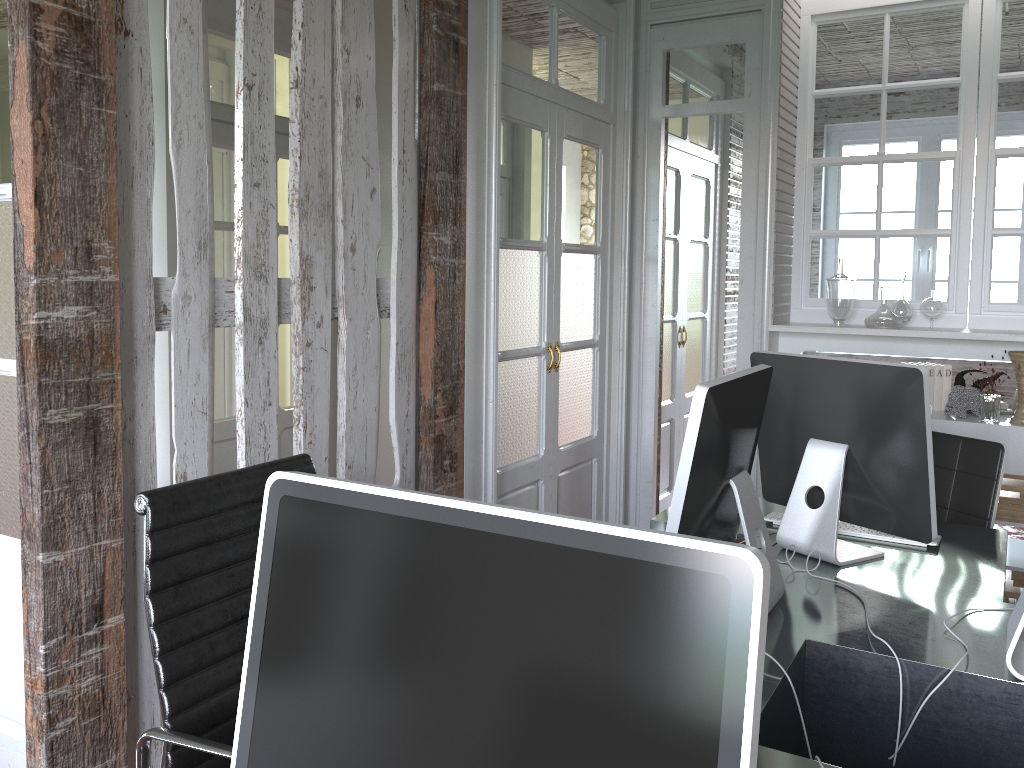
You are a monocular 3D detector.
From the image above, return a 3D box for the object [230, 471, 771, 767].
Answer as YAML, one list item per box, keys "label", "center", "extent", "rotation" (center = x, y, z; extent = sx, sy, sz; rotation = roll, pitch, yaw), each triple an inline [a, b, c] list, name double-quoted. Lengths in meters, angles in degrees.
- label: "object"
  center: [-0.033, 0.342, 0.763]
  extent: [0.484, 0.483, 0.190]
  rotation: [4, 5, 30]

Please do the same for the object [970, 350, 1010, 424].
- label: "object"
  center: [1.882, 0.008, 3.457]
  extent: [0.128, 0.286, 0.129]
  rotation: [0, 4, -3]

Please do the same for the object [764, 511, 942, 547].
- label: "object"
  center: [0.907, 0.386, 2.379]
  extent: [0.439, 0.017, 0.119]
  rotation: [5, 8, 30]

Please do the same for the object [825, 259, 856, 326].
- label: "object"
  center: [1.425, -0.386, 3.848]
  extent: [0.129, 0.314, 0.129]
  rotation: [-2, 5, -35]

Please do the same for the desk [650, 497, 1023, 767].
- label: "desk"
  center: [0.528, 0.870, 1.457]
  extent: [1.302, 0.724, 2.516]
  rotation: [4, 8, 30]

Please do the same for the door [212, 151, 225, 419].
- label: "door"
  center: [-1.940, -0.235, 4.686]
  extent: [0.041, 2.078, 1.080]
  rotation: [3, 5, 30]

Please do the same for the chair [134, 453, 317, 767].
- label: "chair"
  center: [-0.317, 0.699, 1.599]
  extent: [0.700, 1.019, 0.667]
  rotation: [3, 5, 24]

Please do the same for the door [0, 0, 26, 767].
- label: "door"
  center: [-1.574, 0.003, 2.392]
  extent: [1.059, 2.171, 0.041]
  rotation: [3, 5, 30]

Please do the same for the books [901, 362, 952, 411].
- label: "books"
  center: [1.783, 0.010, 3.817]
  extent: [0.150, 0.192, 0.144]
  rotation: [0, 5, -5]

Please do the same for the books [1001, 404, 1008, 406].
- label: "books"
  center: [1.990, 0.076, 3.800]
  extent: [0.168, 0.007, 0.190]
  rotation: [0, 7, -5]

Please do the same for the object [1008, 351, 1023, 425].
- label: "object"
  center: [2.003, 0.016, 3.444]
  extent: [0.144, 0.277, 0.144]
  rotation: [5, 6, 44]

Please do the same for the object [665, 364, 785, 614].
- label: "object"
  center: [0.445, 0.219, 1.800]
  extent: [0.190, 0.483, 0.485]
  rotation: [3, 6, 30]

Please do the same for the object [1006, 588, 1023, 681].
- label: "object"
  center: [0.971, 0.259, 1.526]
  extent: [0.190, 0.483, 0.485]
  rotation: [3, 6, 30]

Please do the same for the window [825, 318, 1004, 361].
- label: "window"
  center: [3.275, -1.119, 7.042]
  extent: [1.541, 1.931, 0.127]
  rotation: [4, 5, 30]

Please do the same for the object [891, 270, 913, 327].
- label: "object"
  center: [1.655, -0.349, 3.761]
  extent: [0.088, 0.270, 0.088]
  rotation: [3, 5, 25]

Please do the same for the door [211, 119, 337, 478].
- label: "door"
  center: [-1.194, -0.175, 4.271]
  extent: [0.041, 2.078, 1.080]
  rotation: [3, 5, 30]

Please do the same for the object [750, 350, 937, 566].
- label: "object"
  center: [0.784, 0.176, 2.183]
  extent: [0.190, 0.483, 0.485]
  rotation: [-2, 6, -35]

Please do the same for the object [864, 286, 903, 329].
- label: "object"
  center: [1.548, -0.306, 3.687]
  extent: [0.148, 0.199, 0.148]
  rotation: [2, 5, 12]

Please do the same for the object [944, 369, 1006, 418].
- label: "object"
  center: [1.895, 0.039, 3.648]
  extent: [0.383, 0.179, 0.158]
  rotation: [-4, 7, -34]

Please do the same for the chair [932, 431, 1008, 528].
- label: "chair"
  center: [1.146, 0.627, 2.756]
  extent: [0.602, 0.916, 0.477]
  rotation: [-2, 5, -30]

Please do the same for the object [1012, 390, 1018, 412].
- label: "object"
  center: [2.156, 0.056, 3.647]
  extent: [0.159, 0.152, 0.217]
  rotation: [2, 6, 15]

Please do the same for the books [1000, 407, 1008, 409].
- label: "books"
  center: [1.990, 0.090, 3.801]
  extent: [0.168, 0.007, 0.190]
  rotation: [0, 7, -5]

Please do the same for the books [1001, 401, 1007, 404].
- label: "books"
  center: [1.990, 0.069, 3.801]
  extent: [0.168, 0.007, 0.190]
  rotation: [1, 7, 2]

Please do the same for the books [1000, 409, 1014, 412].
- label: "books"
  center: [1.990, 0.098, 3.790]
  extent: [0.180, 0.007, 0.247]
  rotation: [0, 7, -5]

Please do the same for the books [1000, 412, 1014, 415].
- label: "books"
  center: [1.990, 0.107, 3.791]
  extent: [0.180, 0.011, 0.247]
  rotation: [0, 7, -5]

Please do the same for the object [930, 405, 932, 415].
- label: "object"
  center: [1.668, 0.108, 3.591]
  extent: [0.066, 0.040, 0.066]
  rotation: [-1, 6, -13]

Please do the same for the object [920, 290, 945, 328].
- label: "object"
  center: [1.777, -0.304, 3.745]
  extent: [0.094, 0.187, 0.094]
  rotation: [1, 5, 5]
